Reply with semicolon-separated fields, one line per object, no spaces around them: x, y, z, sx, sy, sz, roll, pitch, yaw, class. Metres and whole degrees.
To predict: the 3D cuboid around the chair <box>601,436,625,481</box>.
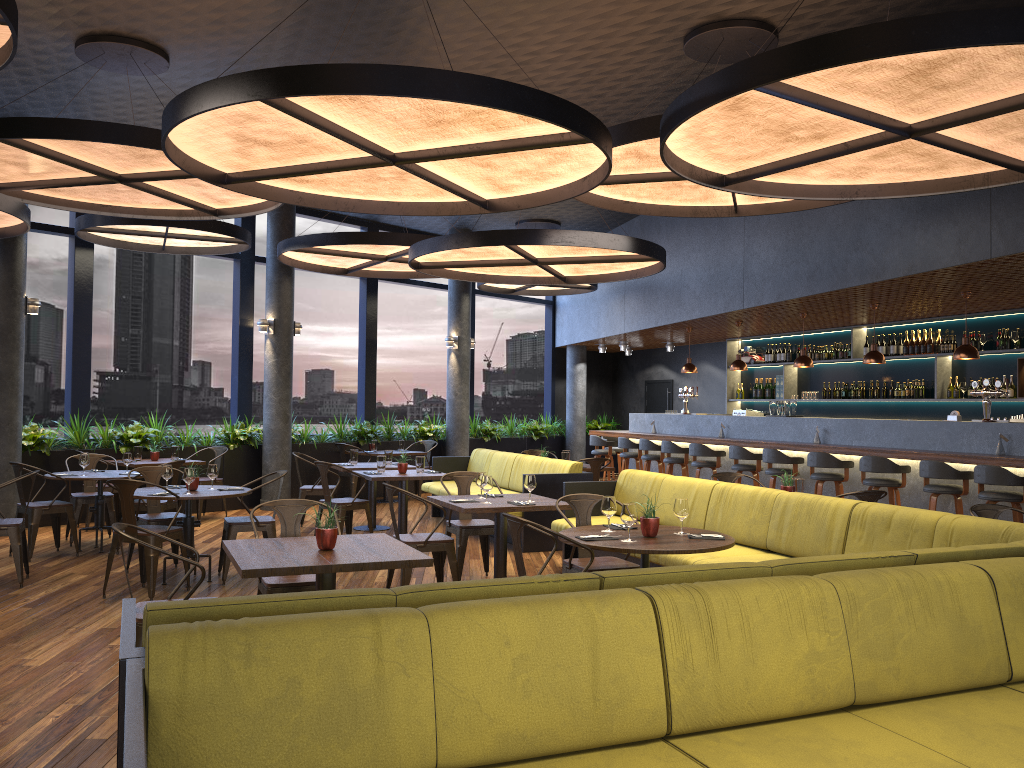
1.764;1.368;15.125;0.483;1.048;0.438;1;-1;6;chair

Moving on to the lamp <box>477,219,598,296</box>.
0.422;-2.116;14.602;1.979;1.093;1.979;0;-2;31;lamp

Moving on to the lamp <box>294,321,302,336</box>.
-3.119;-0.789;12.802;0.215;0.215;0.189;-1;-2;42;lamp

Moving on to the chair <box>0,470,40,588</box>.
-4.153;1.165;7.204;0.541;0.917;0.504;1;-2;-23;chair

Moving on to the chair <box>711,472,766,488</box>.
2.050;1.261;7.870;0.504;0.917;0.541;1;-2;-23;chair

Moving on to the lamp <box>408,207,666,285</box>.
0.278;-2.000;9.682;2.778;1.475;2.778;0;-2;31;lamp

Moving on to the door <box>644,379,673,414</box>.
2.953;0.945;17.798;0.137;2.056;1.012;1;-2;-23;door

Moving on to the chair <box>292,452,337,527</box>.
-2.338;1.268;10.527;0.541;0.917;0.504;1;-1;-4;chair

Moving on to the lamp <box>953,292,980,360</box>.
4.583;-0.588;8.949;0.250;0.673;0.250;1;-1;9;lamp

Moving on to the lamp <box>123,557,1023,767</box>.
3.713;0.263;2.813;9.057;2.714;3.017;1;-2;-23;lamp

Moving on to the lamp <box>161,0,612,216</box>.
-0.746;-2.110;5.707;2.778;1.475;2.778;0;-2;26;lamp

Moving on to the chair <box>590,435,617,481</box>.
1.472;1.341;14.182;0.483;1.048;0.438;0;-2;38;chair

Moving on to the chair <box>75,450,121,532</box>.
-4.841;1.234;10.422;0.541;0.917;0.504;2;-2;-38;chair

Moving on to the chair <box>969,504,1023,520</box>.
3.093;1.214;5.382;0.504;0.917;0.541;1;-2;-23;chair

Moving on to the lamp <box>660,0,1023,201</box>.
2.248;-2.088;5.001;2.778;1.475;2.778;1;-1;-19;lamp

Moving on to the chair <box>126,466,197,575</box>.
-3.064;1.191;7.736;0.504;0.917;0.541;2;-2;-41;chair

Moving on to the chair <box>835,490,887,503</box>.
2.537;1.239;6.724;0.504;0.917;0.541;1;-2;-23;chair

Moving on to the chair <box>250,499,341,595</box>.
-1.256;1.152;5.141;0.504;0.917;0.541;1;-2;-23;chair

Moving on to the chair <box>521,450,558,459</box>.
0.381;1.328;11.557;0.504;0.917;0.541;1;-2;-23;chair

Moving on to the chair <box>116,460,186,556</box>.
-3.563;1.212;8.847;0.541;0.917;0.504;1;-1;7;chair

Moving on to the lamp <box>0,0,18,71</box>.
-3.766;-2.369;3.929;2.778;1.159;2.778;2;-2;-33;lamp

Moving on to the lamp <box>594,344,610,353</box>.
1.744;-0.688;17.116;0.228;0.172;0.228;1;-2;-23;lamp

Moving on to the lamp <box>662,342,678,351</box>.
2.920;-0.690;16.379;0.228;0.172;0.228;1;-2;-23;lamp

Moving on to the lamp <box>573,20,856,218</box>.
1.768;-2.219;7.192;2.778;1.159;2.778;0;-2;27;lamp

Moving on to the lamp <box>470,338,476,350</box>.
-0.723;-0.694;15.457;0.189;0.215;0.215;2;-2;-44;lamp

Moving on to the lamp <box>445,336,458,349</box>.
-1.050;-0.709;14.997;0.215;0.215;0.189;0;-2;28;lamp

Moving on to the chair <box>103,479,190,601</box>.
-2.835;1.173;6.854;0.504;0.917;0.541;0;-1;16;chair

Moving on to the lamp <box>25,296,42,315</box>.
-5.496;-0.884;10.160;0.215;0.215;0.189;-1;-2;45;lamp

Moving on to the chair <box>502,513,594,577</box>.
0.218;1.165;4.879;0.541;0.917;0.504;1;-2;-23;chair

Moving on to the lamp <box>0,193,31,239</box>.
-5.807;-2.200;7.815;2.778;1.362;2.778;0;-2;36;lamp

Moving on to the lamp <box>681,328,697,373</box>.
2.682;-0.505;13.414;0.250;0.673;0.250;2;-2;-36;lamp

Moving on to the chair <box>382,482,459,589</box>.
-0.701;1.195;6.644;0.541;0.917;0.504;1;-2;-23;chair

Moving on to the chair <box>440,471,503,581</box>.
-0.341;1.222;7.557;0.504;0.917;0.541;1;-2;-23;chair

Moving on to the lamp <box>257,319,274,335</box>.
-3.463;-0.804;12.356;0.215;0.215;0.189;0;-2;34;lamp

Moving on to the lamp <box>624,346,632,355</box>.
2.328;-0.664;17.769;0.228;0.172;0.228;1;-2;-23;lamp

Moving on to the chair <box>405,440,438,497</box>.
-1.478;1.368;14.185;0.504;0.917;0.541;0;-2;32;chair

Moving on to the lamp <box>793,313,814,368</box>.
3.658;-0.548;11.122;0.250;0.673;0.250;1;-1;9;lamp

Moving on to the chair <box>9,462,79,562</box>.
-4.498;1.191;8.472;0.504;0.917;0.541;0;-2;39;chair

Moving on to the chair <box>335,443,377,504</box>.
-2.352;1.333;13.184;0.504;0.917;0.541;0;-2;42;chair

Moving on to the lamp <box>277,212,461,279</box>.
-1.635;-2.155;11.635;2.778;1.159;2.778;0;-1;13;lamp

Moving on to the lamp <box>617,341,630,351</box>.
2.055;-0.702;16.342;0.228;0.172;0.228;1;-2;-23;lamp

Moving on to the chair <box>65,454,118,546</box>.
-4.469;1.214;9.427;0.504;0.917;0.541;2;-2;-32;chair

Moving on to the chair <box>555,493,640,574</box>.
0.554;1.189;5.696;0.504;0.917;0.541;1;-2;-23;chair

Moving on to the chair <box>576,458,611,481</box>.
0.875;1.307;10.395;0.504;0.917;0.541;1;-2;-23;chair

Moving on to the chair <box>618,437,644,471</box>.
1.836;1.328;13.442;0.483;1.048;0.438;0;-2;38;chair

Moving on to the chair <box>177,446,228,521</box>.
-3.960;1.269;11.421;0.504;0.917;0.541;0;-2;31;chair

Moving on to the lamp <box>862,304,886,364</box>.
4.110;-0.568;10.060;0.250;0.673;0.250;1;-1;9;lamp

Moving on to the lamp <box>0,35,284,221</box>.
-3.363;-2.274;7.637;2.778;1.159;2.778;-1;-2;44;lamp

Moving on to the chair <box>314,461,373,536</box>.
-1.749;1.241;9.084;0.504;0.917;0.541;-1;-2;44;chair

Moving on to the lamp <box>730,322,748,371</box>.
3.149;-0.525;12.316;0.250;0.673;0.250;1;-1;9;lamp

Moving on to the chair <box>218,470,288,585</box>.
-2.201;1.199;7.569;0.541;0.917;0.504;1;-2;-23;chair

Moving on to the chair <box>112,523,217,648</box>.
-1.644;1.126;4.273;0.541;0.917;0.504;1;-2;-23;chair

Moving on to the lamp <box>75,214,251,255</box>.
-4.179;-2.269;10.738;1.979;1.093;1.979;0;-2;31;lamp
